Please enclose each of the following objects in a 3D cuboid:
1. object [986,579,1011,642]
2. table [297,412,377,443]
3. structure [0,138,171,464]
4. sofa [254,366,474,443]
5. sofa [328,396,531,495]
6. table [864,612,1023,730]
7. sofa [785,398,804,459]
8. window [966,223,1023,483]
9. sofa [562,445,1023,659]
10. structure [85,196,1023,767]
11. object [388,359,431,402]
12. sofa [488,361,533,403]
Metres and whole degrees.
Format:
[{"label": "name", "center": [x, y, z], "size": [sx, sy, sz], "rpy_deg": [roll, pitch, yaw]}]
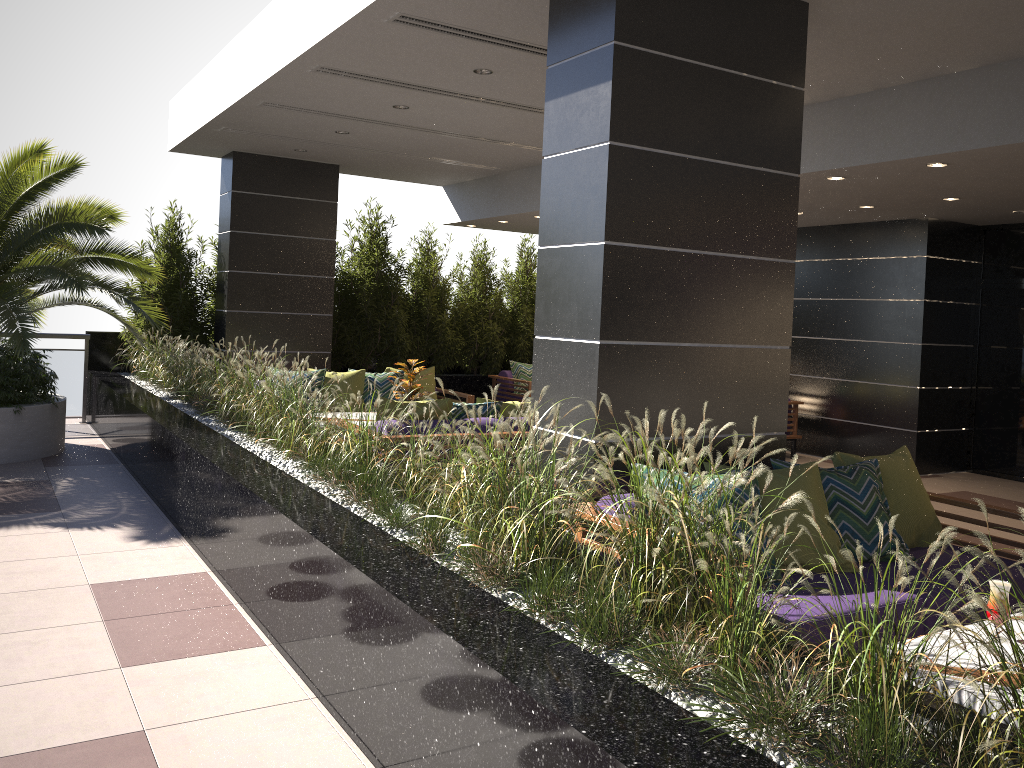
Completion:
[{"label": "object", "center": [1.574, 0.732, 2.862], "size": [0.069, 0.181, 0.068], "rpy_deg": [4, 2, 42]}, {"label": "table", "center": [-0.942, 0.581, 7.998], "size": [2.035, 0.553, 0.944], "rpy_deg": [0, 4, -31]}, {"label": "structure", "center": [-5.247, -1.013, 8.270], "size": [3.753, 3.299, 3.807], "rpy_deg": [3, 3, 11]}, {"label": "sofa", "center": [-1.578, 0.285, 9.075], "size": [2.124, 0.918, 1.122], "rpy_deg": [0, 4, -31]}, {"label": "sofa", "center": [-0.252, 0.518, 6.878], "size": [2.124, 0.918, 1.122], "rpy_deg": [0, 4, -31]}, {"label": "table", "center": [2.178, 1.130, 2.831], "size": [2.035, 0.553, 0.944], "rpy_deg": [0, 4, -31]}, {"label": "sofa", "center": [2.181, 0.371, 10.206], "size": [2.124, 0.918, 1.122], "rpy_deg": [0, 4, -31]}, {"label": "window", "center": [5.625, -0.308, 9.118], "size": [0.108, 2.758, 1.831], "rpy_deg": [2, 2, -31]}, {"label": "sofa", "center": [1.419, 0.812, 4.111], "size": [2.124, 0.918, 1.122], "rpy_deg": [0, 4, -31]}, {"label": "structure", "center": [4.359, -0.041, 2.623], "size": [7.812, 3.117, 24.795], "rpy_deg": [0, 5, -31]}, {"label": "object", "center": [-0.919, 0.043, 7.989], "size": [0.430, 0.526, 0.426], "rpy_deg": [2, 2, -14]}, {"label": "sofa", "center": [0.855, 0.138, 12.403], "size": [2.124, 0.918, 1.122], "rpy_deg": [0, 4, -31]}]
